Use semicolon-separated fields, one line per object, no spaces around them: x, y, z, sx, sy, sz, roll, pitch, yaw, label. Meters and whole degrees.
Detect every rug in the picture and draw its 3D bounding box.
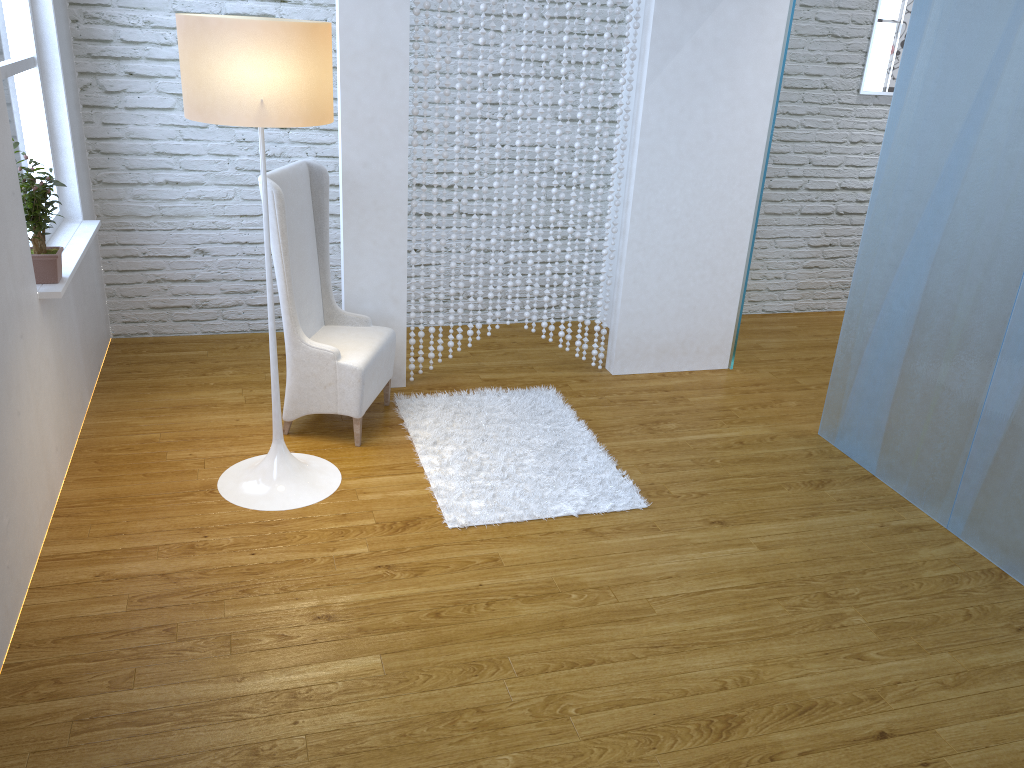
-0.013;0.222;3.352;0.755;0.048;1.083;-3;24;-17;rug

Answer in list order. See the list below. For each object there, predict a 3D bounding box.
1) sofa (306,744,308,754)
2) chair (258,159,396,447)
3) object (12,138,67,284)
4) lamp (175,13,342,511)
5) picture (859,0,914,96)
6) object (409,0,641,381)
3.535;0.221;3.095;9.717;0.687;5.278;-3;24;-16;sofa
-0.667;-0.303;3.308;0.378;0.972;0.467;7;24;7;chair
-1.503;-0.540;2.791;0.175;0.442;0.234;6;24;6;object
-0.751;-0.340;2.741;0.413;1.467;0.408;4;24;1;lamp
2.325;-1.935;4.727;0.920;0.778;0.010;-3;25;-16;picture
0.045;-0.972;3.605;0.922;2.039;0.050;-4;25;-16;object
